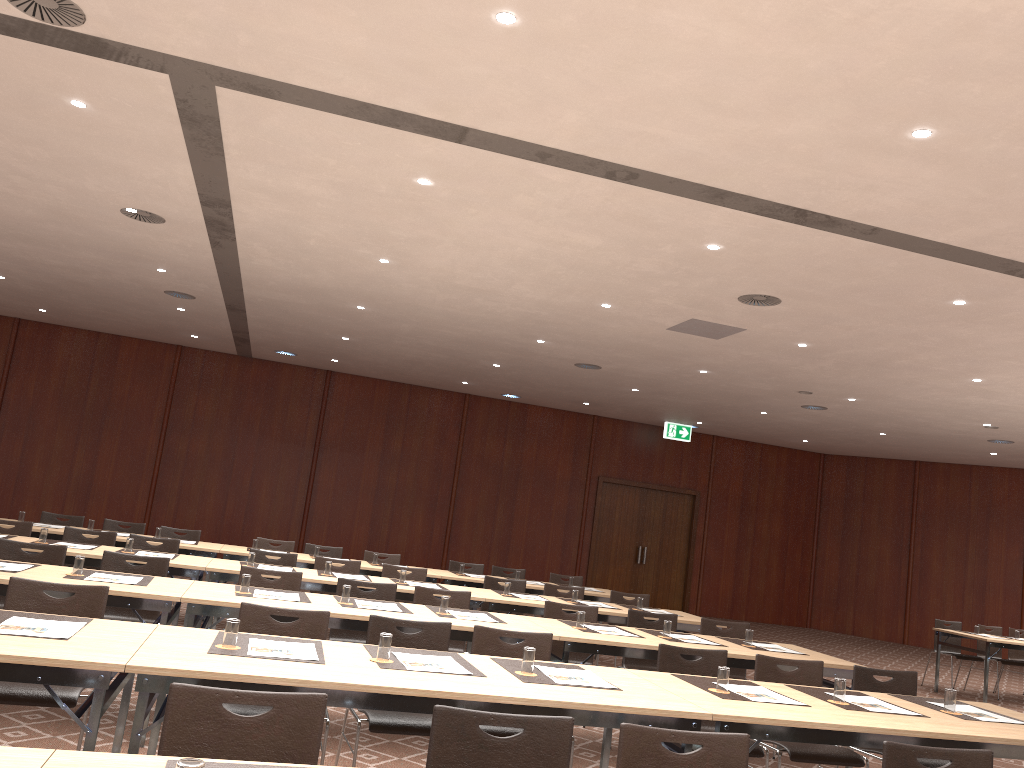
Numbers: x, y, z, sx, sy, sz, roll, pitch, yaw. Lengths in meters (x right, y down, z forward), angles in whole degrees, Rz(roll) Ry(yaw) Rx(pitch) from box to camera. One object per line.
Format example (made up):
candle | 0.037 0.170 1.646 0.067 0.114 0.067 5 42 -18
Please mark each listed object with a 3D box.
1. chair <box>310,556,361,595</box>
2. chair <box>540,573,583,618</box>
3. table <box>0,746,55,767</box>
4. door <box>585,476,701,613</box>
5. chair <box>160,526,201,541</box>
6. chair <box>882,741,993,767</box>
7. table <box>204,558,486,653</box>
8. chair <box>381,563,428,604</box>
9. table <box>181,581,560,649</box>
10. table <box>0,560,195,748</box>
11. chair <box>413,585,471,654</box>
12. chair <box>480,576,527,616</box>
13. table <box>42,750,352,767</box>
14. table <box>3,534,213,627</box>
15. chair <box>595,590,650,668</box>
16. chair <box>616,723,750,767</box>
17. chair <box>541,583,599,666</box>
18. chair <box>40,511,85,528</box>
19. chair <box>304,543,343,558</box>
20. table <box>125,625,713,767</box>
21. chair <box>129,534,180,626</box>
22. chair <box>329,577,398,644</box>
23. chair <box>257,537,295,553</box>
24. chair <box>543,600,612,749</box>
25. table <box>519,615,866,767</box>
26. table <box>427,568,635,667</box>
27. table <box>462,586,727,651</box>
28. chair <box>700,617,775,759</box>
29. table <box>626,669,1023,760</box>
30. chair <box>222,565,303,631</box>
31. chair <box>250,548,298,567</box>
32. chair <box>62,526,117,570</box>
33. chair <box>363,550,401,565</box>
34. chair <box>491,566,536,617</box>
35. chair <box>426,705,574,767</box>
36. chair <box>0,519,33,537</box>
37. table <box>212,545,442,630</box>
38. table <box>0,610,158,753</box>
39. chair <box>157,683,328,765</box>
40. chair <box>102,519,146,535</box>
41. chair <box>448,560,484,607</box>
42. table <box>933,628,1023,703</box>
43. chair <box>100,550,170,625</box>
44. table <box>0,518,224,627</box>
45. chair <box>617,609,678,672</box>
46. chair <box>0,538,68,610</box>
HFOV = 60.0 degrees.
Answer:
chair | -1.652 2.094 8.178 0.536 0.938 0.614 10 -9 -17
chair | 0.663 2.806 10.776 0.536 0.938 0.614 10 -9 -14
table | -2.087 1.025 1.291 2.268 0.832 0.954 10 -9 -14
door | 2.836 3.523 19.327 2.424 2.695 0.200 10 -8 -14
chair | -3.707 2.048 9.665 0.536 0.938 0.614 10 -9 -14
chair | 1.437 1.677 2.807 0.536 0.938 0.614 9 -9 -12
table | -1.486 2.081 7.601 2.268 0.832 0.954 10 -9 -14
chair | -1.057 2.202 8.365 0.536 0.938 0.614 9 -8 -11
table | -0.963 1.854 5.682 2.268 0.832 0.954 10 -9 -14
table | -3.133 1.478 5.130 2.268 0.832 0.954 10 -9 -14
chair | -0.525 1.972 6.413 0.536 0.938 0.614 10 -9 -16
chair | -0.080 2.366 8.578 0.536 0.938 0.614 10 -9 -14
table | 0.084 1.401 1.843 2.268 0.832 0.954 10 -9 -14
table | -3.656 1.705 7.049 2.268 0.832 0.954 10 -9 -14
chair | 1.205 2.594 8.940 0.536 0.938 0.614 10 -9 -14
chair | 0.517 1.511 2.530 0.536 0.938 0.614 9 -9 -12
chair | 0.518 2.463 8.687 0.536 0.938 0.614 10 -9 -16
chair | -4.898 1.849 9.406 0.536 0.938 0.614 9 -8 -11
chair | -2.202 2.316 10.091 0.536 0.938 0.614 10 -9 -13
table | -0.439 1.627 3.762 2.268 0.832 0.954 10 -9 -14
chair | -3.245 1.823 7.809 0.536 0.938 0.614 10 -9 -15
chair | -1.065 1.871 6.232 0.536 0.938 0.614 10 -9 -14
chair | -2.733 2.230 9.992 0.536 0.938 0.614 10 -9 -15
chair | 0.440 2.132 6.615 0.536 0.938 0.614 9 -9 -12
table | 1.208 2.230 6.233 2.268 0.832 0.954 10 -9 -14
table | 0.161 2.684 10.072 2.268 0.832 0.954 10 -9 -14
table | 0.685 2.457 8.153 2.268 0.832 0.954 10 -9 -14
chair | 1.715 2.360 6.982 0.536 0.938 0.614 10 -9 -13
table | 1.731 2.004 4.314 2.268 0.832 0.954 10 -9 -14
chair | -1.739 1.767 6.140 0.536 0.938 0.614 10 -9 -14
chair | -2.226 1.988 7.989 0.536 0.938 0.614 9 -9 -12
chair | -3.751 1.730 7.645 0.536 0.938 0.614 10 -9 -14
chair | -1.532 2.426 10.218 0.536 0.938 0.614 10 -9 -16
chair | -0.045 2.690 10.639 0.536 0.938 0.614 10 -9 -17
chair | -0.045 1.420 2.430 0.536 0.938 0.614 9 -8 -11
chair | -4.432 1.618 7.507 0.536 0.938 0.614 9 -8 -11
table | -2.009 2.308 9.520 2.268 0.832 0.954 10 -9 -14
table | -2.610 1.251 3.211 2.268 0.832 0.954 10 -9 -14
chair | -0.750 1.303 2.287 0.536 0.938 0.614 10 -9 -16
chair | -4.305 1.957 9.592 0.536 0.938 0.614 9 -9 -12
chair | -0.567 2.605 10.542 0.536 0.938 0.614 9 -9 -12
table | 6.852 3.844 11.773 2.268 0.832 0.954 10 -9 -14
chair | -2.602 1.612 5.885 0.536 0.938 0.614 10 -9 -13
table | -4.180 1.932 8.968 2.268 0.832 0.954 10 -9 -14
chair | 1.114 2.261 6.865 0.536 0.938 0.614 10 -9 -15
chair | -3.249 1.505 5.756 0.536 0.938 0.614 10 -9 -14
